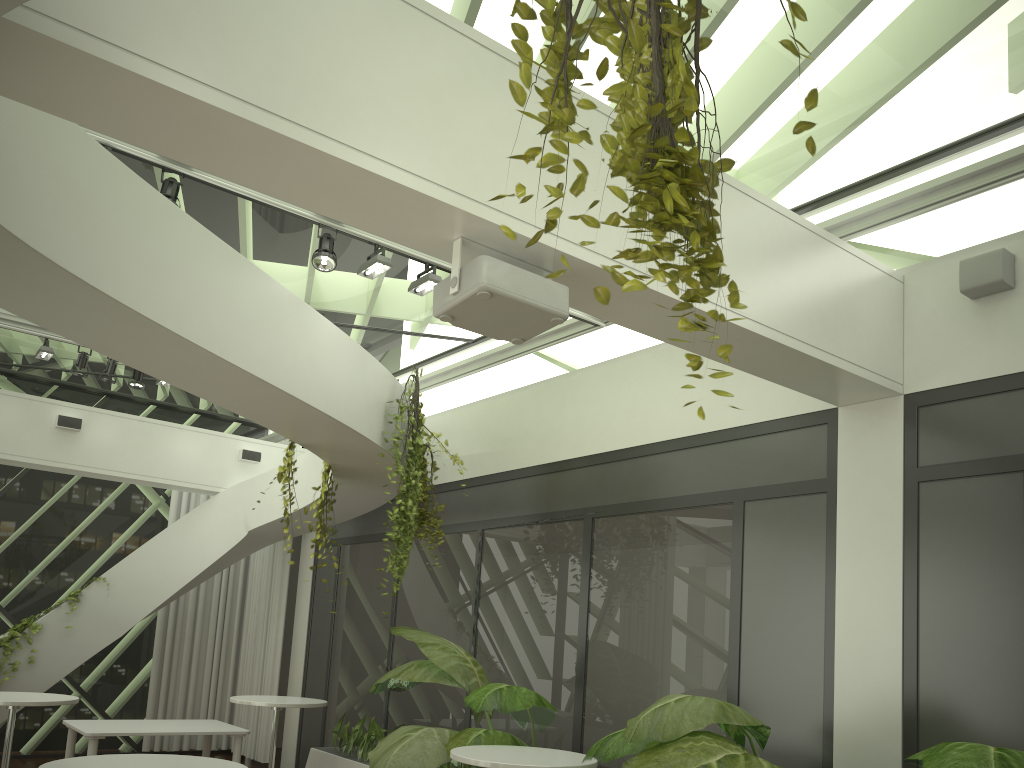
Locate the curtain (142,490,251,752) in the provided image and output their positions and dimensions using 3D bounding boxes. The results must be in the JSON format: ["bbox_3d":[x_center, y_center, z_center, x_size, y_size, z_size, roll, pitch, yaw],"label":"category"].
[{"bbox_3d":[-4.074,2.801,11.689,1.248,3.994,0.161,10,-10,-38],"label":"curtain"}]

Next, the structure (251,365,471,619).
[{"bbox_3d":[-1.209,0.844,7.056,1.435,2.023,1.683,0,-12,18],"label":"structure"}]

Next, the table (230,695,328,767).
[{"bbox_3d":[-2.143,3.391,7.864,0.856,1.070,0.880,4,-11,-2],"label":"table"}]

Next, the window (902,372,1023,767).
[{"bbox_3d":[4.263,0.949,1.902,0.051,3.163,7.197,9,-15,-36],"label":"window"}]

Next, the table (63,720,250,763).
[{"bbox_3d":[-3.479,3.677,8.478,1.526,0.701,1.083,15,-18,-36],"label":"table"}]

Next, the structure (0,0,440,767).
[{"bbox_3d":[1.887,0.257,0.198,5.994,4.116,24.803,11,-18,-29],"label":"structure"}]

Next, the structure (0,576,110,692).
[{"bbox_3d":[-5.245,2.220,7.298,2.035,1.626,4.914,5,-16,-5],"label":"structure"}]

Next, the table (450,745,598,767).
[{"bbox_3d":[0.035,2.692,5.030,0.856,1.070,0.880,4,-11,-2],"label":"table"}]

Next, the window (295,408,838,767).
[{"bbox_3d":[-0.311,2.417,7.855,0.051,3.163,7.287,9,-15,-36],"label":"window"}]

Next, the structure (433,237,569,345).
[{"bbox_3d":[-0.050,-0.364,3.469,0.470,0.269,0.393,14,-17,-36],"label":"structure"}]

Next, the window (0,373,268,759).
[{"bbox_3d":[-5.888,2.197,10.627,5.833,4.531,0.038,14,-12,-36],"label":"window"}]

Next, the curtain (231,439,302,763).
[{"bbox_3d":[-3.172,2.763,11.368,0.162,3.994,1.009,9,-10,-37],"label":"curtain"}]

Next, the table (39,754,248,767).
[{"bbox_3d":[-1.633,2.214,3.770,0.856,1.070,0.880,4,-11,-2],"label":"table"}]

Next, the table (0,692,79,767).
[{"bbox_3d":[-3.810,2.913,6.605,0.856,1.070,0.880,4,-11,-2],"label":"table"}]

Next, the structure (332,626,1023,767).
[{"bbox_3d":[0.632,2.255,4.790,1.811,1.674,9.030,13,-18,-35],"label":"structure"}]

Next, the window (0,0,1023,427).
[{"bbox_3d":[-0.706,-1.655,4.326,5.783,0.054,16.965,15,-20,-34],"label":"window"}]

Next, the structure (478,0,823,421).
[{"bbox_3d":[0.260,-0.818,1.355,4.622,2.264,1.486,-1,-11,16],"label":"structure"}]
